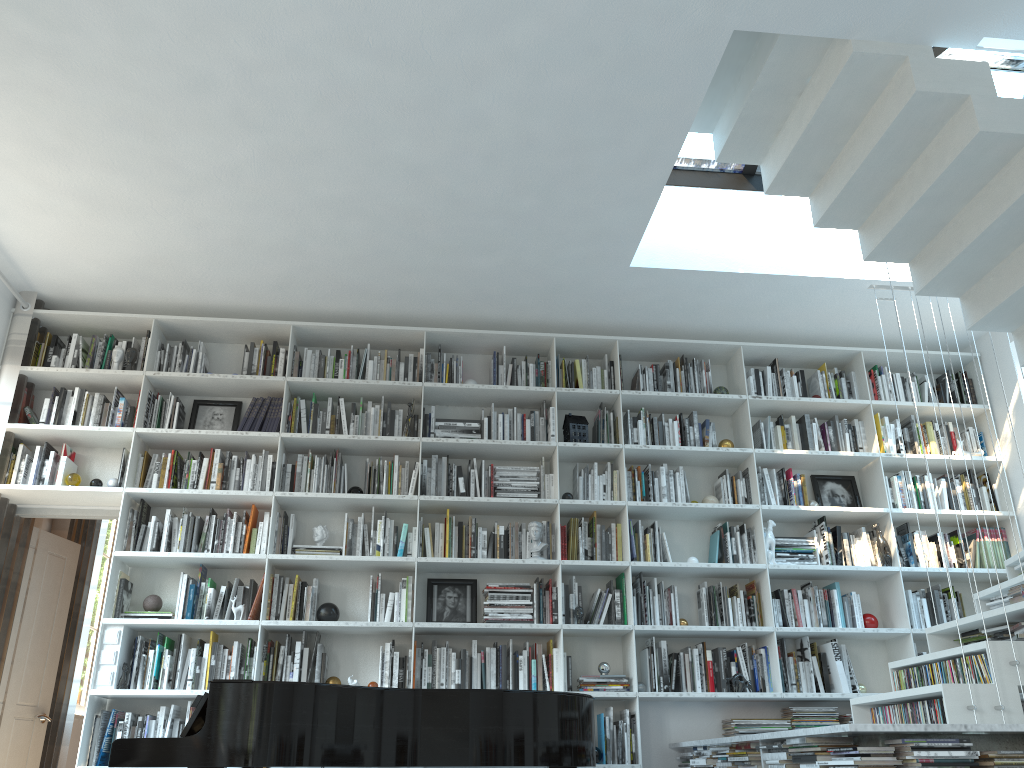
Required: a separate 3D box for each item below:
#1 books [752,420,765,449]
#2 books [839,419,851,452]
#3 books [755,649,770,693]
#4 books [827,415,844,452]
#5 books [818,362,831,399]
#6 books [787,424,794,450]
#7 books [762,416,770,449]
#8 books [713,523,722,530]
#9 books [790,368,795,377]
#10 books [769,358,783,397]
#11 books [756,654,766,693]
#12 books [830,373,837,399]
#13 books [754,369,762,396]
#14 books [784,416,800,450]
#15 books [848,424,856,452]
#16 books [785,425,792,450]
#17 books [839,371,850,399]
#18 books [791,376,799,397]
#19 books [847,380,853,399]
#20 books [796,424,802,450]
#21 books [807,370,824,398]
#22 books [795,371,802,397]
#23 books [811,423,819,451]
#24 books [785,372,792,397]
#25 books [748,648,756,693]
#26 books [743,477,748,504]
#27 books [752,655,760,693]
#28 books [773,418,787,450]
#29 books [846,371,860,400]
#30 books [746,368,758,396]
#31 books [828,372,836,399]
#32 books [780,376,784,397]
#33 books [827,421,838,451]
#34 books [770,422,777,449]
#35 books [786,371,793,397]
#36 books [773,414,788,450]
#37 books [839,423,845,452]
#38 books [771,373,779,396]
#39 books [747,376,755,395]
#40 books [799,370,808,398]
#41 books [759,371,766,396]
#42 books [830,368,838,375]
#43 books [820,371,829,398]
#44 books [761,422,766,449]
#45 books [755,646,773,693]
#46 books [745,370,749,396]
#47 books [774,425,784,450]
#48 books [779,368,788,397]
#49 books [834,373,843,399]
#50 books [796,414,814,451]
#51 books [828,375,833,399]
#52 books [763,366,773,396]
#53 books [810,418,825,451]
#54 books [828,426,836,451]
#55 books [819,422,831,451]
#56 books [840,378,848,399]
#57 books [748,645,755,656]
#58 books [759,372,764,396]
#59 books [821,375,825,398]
[{"bbox_3d":[1.628,0.383,5.865,0.012,0.253,0.161,2,-23,-6],"label":"books"},{"bbox_3d":[2.196,0.390,5.911,0.036,0.271,0.178,2,-23,-6],"label":"books"},{"bbox_3d":[1.476,1.715,5.267,0.026,0.257,0.157,2,-23,-6],"label":"books"},{"bbox_3d":[2.143,0.377,5.908,0.022,0.293,0.181,2,-23,-6],"label":"books"},{"bbox_3d":[2.130,0.033,6.065,0.007,0.319,0.166,2,-23,-6],"label":"books"},{"bbox_3d":[1.827,0.403,5.892,0.024,0.235,0.147,2,-23,-6],"label":"books"},{"bbox_3d":[1.673,0.371,5.874,0.051,0.281,0.167,2,-23,-6],"label":"books"},{"bbox_3d":[1.306,1.031,5.563,0.016,0.289,0.136,2,-23,-6],"label":"books"},{"bbox_3d":[1.904,0.050,6.052,0.012,0.278,0.154,2,-23,-6],"label":"books"},{"bbox_3d":[1.784,0.011,6.026,0.014,0.330,0.181,2,-23,-6],"label":"books"},{"bbox_3d":[1.452,1.725,5.253,0.025,0.227,0.176,2,-23,-6],"label":"books"},{"bbox_3d":[2.177,0.070,6.071,0.017,0.255,0.147,2,-23,-6],"label":"books"},{"bbox_3d":[1.635,0.046,5.994,0.026,0.240,0.185,2,-23,-6],"label":"books"},{"bbox_3d":[1.853,0.372,5.885,0.026,0.286,0.157,2,-23,-6],"label":"books"},{"bbox_3d":[2.229,0.409,5.915,0.030,0.240,0.163,2,-23,-6],"label":"books"},{"bbox_3d":[1.801,0.402,5.874,0.030,0.223,0.158,2,-23,-6],"label":"books"},{"bbox_3d":[2.263,0.064,6.086,0.025,0.278,0.136,2,-23,-6],"label":"books"},{"bbox_3d":[1.890,0.074,6.011,0.024,0.201,0.191,2,-23,-6],"label":"books"},{"bbox_3d":[2.291,0.098,6.081,0.031,0.210,0.132,2,-23,-6],"label":"books"},{"bbox_3d":[1.877,0.399,5.887,0.025,0.237,0.143,2,-23,-6],"label":"books"},{"bbox_3d":[2.070,0.057,6.039,0.019,0.255,0.170,2,-23,-6],"label":"books"},{"bbox_3d":[1.934,0.062,6.047,0.012,0.253,0.161,2,-23,-6],"label":"books"},{"bbox_3d":[1.973,0.398,5.873,0.030,0.229,0.188,2,-23,-6],"label":"books"},{"bbox_3d":[1.845,0.059,6.017,0.022,0.235,0.173,2,-23,-6],"label":"books"},{"bbox_3d":[1.402,1.714,5.271,0.021,0.263,0.150,2,-23,-6],"label":"books"},{"bbox_3d":[1.476,0.729,5.703,0.013,0.220,0.156,2,-23,-6],"label":"books"},{"bbox_3d":[1.420,1.730,5.253,0.013,0.219,0.169,2,-23,-6],"label":"books"},{"bbox_3d":[1.763,0.380,5.869,0.026,0.260,0.168,2,-23,-6],"label":"books"},{"bbox_3d":[2.321,0.067,6.074,0.026,0.262,0.163,2,-23,-6],"label":"books"},{"bbox_3d":[1.609,0.043,5.997,0.025,0.249,0.178,2,-23,-6],"label":"books"},{"bbox_3d":[2.155,0.066,6.053,0.031,0.247,0.165,2,-23,-6],"label":"books"},{"bbox_3d":[1.804,0.072,6.028,0.030,0.219,0.133,2,-23,-6],"label":"books"},{"bbox_3d":[2.119,0.396,5.913,0.023,0.262,0.156,2,-23,-6],"label":"books"},{"bbox_3d":[1.710,0.390,5.879,0.026,0.249,0.131,2,-23,-6],"label":"books"},{"bbox_3d":[1.866,0.055,6.031,0.021,0.253,0.152,2,-23,-6],"label":"books"},{"bbox_3d":[1.781,0.368,5.886,0.011,0.295,0.163,2,-23,-6],"label":"books"},{"bbox_3d":[2.172,0.404,5.912,0.011,0.248,0.152,2,-23,-6],"label":"books"},{"bbox_3d":[1.761,0.060,6.014,0.030,0.230,0.149,2,-23,-6],"label":"books"},{"bbox_3d":[1.587,0.069,5.971,0.022,0.181,0.190,2,-24,-6],"label":"books"},{"bbox_3d":[1.957,0.056,6.038,0.030,0.256,0.165,2,-23,-6],"label":"books"},{"bbox_3d":[1.683,0.055,6.024,0.027,0.248,0.140,2,-23,-6],"label":"books"},{"bbox_3d":[2.213,0.051,6.081,0.020,0.298,0.132,2,-23,-6],"label":"books"},{"bbox_3d":[2.102,0.063,6.049,0.016,0.250,0.189,2,-23,-6],"label":"books"},{"bbox_3d":[1.641,0.390,5.861,0.013,0.235,0.142,2,-23,-6],"label":"books"},{"bbox_3d":[1.501,1.710,5.273,0.025,0.271,0.172,2,-23,-6],"label":"books"},{"bbox_3d":[1.565,0.042,6.011,0.014,0.263,0.140,2,-23,-6],"label":"books"},{"bbox_3d":[1.738,0.402,5.852,0.025,0.206,0.176,2,-23,-6],"label":"books"},{"bbox_3d":[1.827,0.046,6.020,0.014,0.261,0.169,2,-23,-6],"label":"books"},{"bbox_3d":[2.197,0.072,6.049,0.018,0.234,0.187,2,-23,-6],"label":"books"},{"bbox_3d":[1.911,0.367,5.848,0.032,0.264,0.246,2,-23,-6],"label":"books"},{"bbox_3d":[2.138,0.073,6.040,0.007,0.225,0.171,2,-23,-6],"label":"books"},{"bbox_3d":[1.722,0.037,6.017,0.048,0.277,0.150,2,-23,-6],"label":"books"},{"bbox_3d":[2.025,0.386,5.914,0.048,0.282,0.163,2,-23,-6],"label":"books"},{"bbox_3d":[2.094,0.412,5.893,0.031,0.216,0.166,2,-23,-6],"label":"books"},{"bbox_3d":[2.059,0.398,5.887,0.014,0.239,0.190,2,-23,-6],"label":"books"},{"bbox_3d":[2.238,0.087,6.053,0.029,0.209,0.170,2,-23,-6],"label":"books"},{"bbox_3d":[1.430,1.712,5.290,0.012,0.281,0.144,2,-23,-6],"label":"books"},{"bbox_3d":[1.659,0.055,6.001,0.024,0.230,0.169,2,-23,-6],"label":"books"},{"bbox_3d":[2.083,0.075,6.036,0.008,0.219,0.183,2,-23,-6],"label":"books"}]
